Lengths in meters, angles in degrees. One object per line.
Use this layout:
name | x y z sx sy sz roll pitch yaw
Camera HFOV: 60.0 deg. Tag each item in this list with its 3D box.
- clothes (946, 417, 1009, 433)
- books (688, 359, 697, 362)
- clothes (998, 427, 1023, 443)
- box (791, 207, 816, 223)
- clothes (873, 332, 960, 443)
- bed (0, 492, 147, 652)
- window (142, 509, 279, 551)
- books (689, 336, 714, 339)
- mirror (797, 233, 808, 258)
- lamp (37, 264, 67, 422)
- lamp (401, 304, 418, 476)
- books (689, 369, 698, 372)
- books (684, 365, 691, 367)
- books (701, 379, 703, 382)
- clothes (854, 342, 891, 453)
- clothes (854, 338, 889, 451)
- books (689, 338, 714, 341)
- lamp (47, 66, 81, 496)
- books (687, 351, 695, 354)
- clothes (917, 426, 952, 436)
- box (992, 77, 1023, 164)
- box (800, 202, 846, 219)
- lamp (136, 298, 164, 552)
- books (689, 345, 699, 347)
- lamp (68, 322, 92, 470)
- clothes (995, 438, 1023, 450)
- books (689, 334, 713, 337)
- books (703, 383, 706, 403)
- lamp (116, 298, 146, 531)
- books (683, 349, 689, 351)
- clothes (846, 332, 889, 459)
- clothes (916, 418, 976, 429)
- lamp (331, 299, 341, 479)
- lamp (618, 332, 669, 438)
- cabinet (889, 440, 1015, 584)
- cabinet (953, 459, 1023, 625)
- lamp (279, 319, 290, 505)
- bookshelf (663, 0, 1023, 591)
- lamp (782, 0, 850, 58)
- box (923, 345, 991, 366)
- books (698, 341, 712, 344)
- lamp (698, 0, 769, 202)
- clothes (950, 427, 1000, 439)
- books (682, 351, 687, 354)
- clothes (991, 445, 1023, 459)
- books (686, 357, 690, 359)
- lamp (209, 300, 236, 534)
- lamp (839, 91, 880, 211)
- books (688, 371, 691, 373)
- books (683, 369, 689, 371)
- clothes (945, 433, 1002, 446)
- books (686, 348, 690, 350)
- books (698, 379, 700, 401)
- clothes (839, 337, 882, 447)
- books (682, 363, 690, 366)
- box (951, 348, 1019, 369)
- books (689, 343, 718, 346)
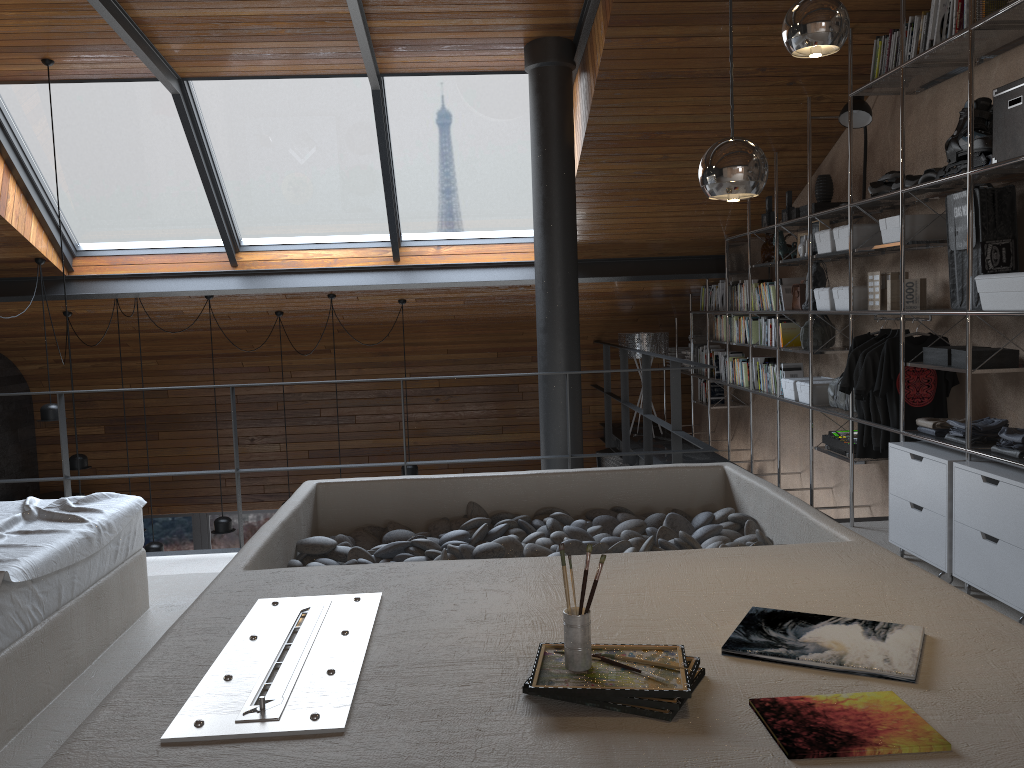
clothes | 2.066 0.178 3.920 0.200 0.052 0.194 -2 5 -2
books | 1.804 -0.218 8.349 0.258 0.028 0.180 -2 5 3
clothes | 2.094 0.204 3.563 0.204 0.049 0.184 -2 5 -4
box | 1.930 -1.097 5.737 0.208 0.079 0.207 -1 5 10
clothes | 2.020 0.089 4.419 0.424 0.689 0.090 -2 5 -4
bed | -2.280 0.700 2.384 2.011 0.484 1.826 -2 5 -3
window | -1.563 1.978 10.092 5.936 1.521 0.101 -2 5 -3
books | 1.799 -0.439 8.349 0.228 0.016 0.182 -2 5 -3
mirror | 1.940 -0.905 5.809 0.069 0.168 0.130 -5 6 -33
lamp | -3.588 -0.323 6.828 0.210 1.206 0.210 1 6 34
lamp | -0.955 0.066 8.008 0.210 1.565 0.210 1 6 34
books | 1.809 -0.131 8.353 0.247 0.016 0.182 -2 5 -3
books | 1.812 -0.175 8.648 0.221 0.021 0.174 -2 5 -3
books | 1.812 0.047 8.141 0.161 0.223 0.017 -2 5 -3
clothes | 1.994 0.056 4.555 0.488 0.586 0.074 -3 5 -10
clothes | 2.022 0.050 4.622 0.488 0.586 0.074 -3 5 -10
books | 1.798 -0.420 8.350 0.216 0.021 0.174 -2 5 -3
lamp | -2.838 -0.396 5.659 0.210 3.208 0.210 0 5 19
books | 1.802 -0.298 8.343 0.288 0.025 0.175 -2 5 3
clothes | 2.064 0.212 4.175 0.248 0.043 0.190 -2 5 6
box | 2.046 -1.012 3.386 0.266 0.295 0.289 -2 5 -3
box | 1.935 -1.079 5.520 0.208 0.079 0.207 -3 5 -6
lamp | -3.033 0.320 7.339 0.210 2.273 0.210 1 6 34
books | 1.789 -0.358 8.352 0.208 0.017 0.167 -2 5 -3
lamp | -3.886 0.070 7.854 0.210 1.369 0.210 1 6 34
clothes | 2.078 0.234 3.567 0.203 0.053 0.198 -2 5 1
books | 1.804 -0.456 8.359 0.228 0.016 0.182 -2 5 -3
books | 1.794 0.079 8.046 0.112 0.177 0.009 -2 5 -3
lamp | -3.268 0.244 7.481 0.210 2.036 0.210 1 6 34
books | 1.801 -0.331 8.644 0.231 0.012 0.159 -2 5 2
clothes | 1.999 0.059 4.785 0.424 0.689 0.090 -2 5 -4
clothes | 2.049 0.181 4.170 0.221 0.050 0.196 -2 5 -1
lamp | -1.543 0.169 7.824 0.210 1.911 0.210 1 6 34
lamp | 1.282 0.004 8.581 0.475 1.002 0.475 0 5 21
cabinet | 2.063 0.576 4.066 0.435 0.561 0.527 -2 5 -3
cabinet | 2.099 0.621 3.511 0.435 0.561 0.527 -2 5 -3
lamp | -2.085 0.208 8.124 0.210 2.002 0.210 1 6 34
bookshelf | 2.113 0.484 4.058 0.421 6.218 10.740 -2 5 -3
lamp | 0.665 -1.480 1.958 0.146 1.474 0.146 0 5 28
box | 2.056 -0.131 4.104 0.208 0.079 0.207 -2 5 -4
books | 1.820 -0.396 8.337 0.234 0.028 0.180 -2 5 -3
lamp | 0.445 -1.274 1.834 0.146 1.771 0.146 0 5 22
clothes | 2.060 0.210 3.906 0.215 0.047 0.191 -2 5 -3
books | 1.805 -0.311 8.635 0.268 0.025 0.176 -2 5 -3
clothes | 2.096 0.259 3.577 0.242 0.048 0.207 -2 5 -6
books | 1.822 -0.255 8.639 0.213 0.017 0.167 -3 5 -8
lamp | -2.564 0.277 7.689 0.210 2.034 0.210 1 6 34
lamp | 1.960 -1.330 5.023 0.322 0.660 0.233 -6 6 -40
books | 1.804 -0.116 8.370 0.252 0.016 0.182 -2 5 3
books | 1.805 -0.142 8.661 0.234 0.016 0.182 -2 5 -3
clothes | 2.079 0.234 3.913 0.243 0.045 0.208 -2 5 -3
books | 1.816 -0.344 8.639 0.206 0.012 0.161 -2 5 -3
books | 1.787 0.054 8.200 0.127 0.201 0.011 -2 5 -3
clothes | 1.984 0.041 4.742 0.488 0.586 0.074 -3 5 -10
books | 1.808 -0.200 8.644 0.240 0.028 0.180 -3 5 -13
box | 2.060 -0.112 3.870 0.208 0.079 0.207 -1 5 9
books | 1.798 -0.373 8.337 0.228 0.016 0.182 -2 5 -3
